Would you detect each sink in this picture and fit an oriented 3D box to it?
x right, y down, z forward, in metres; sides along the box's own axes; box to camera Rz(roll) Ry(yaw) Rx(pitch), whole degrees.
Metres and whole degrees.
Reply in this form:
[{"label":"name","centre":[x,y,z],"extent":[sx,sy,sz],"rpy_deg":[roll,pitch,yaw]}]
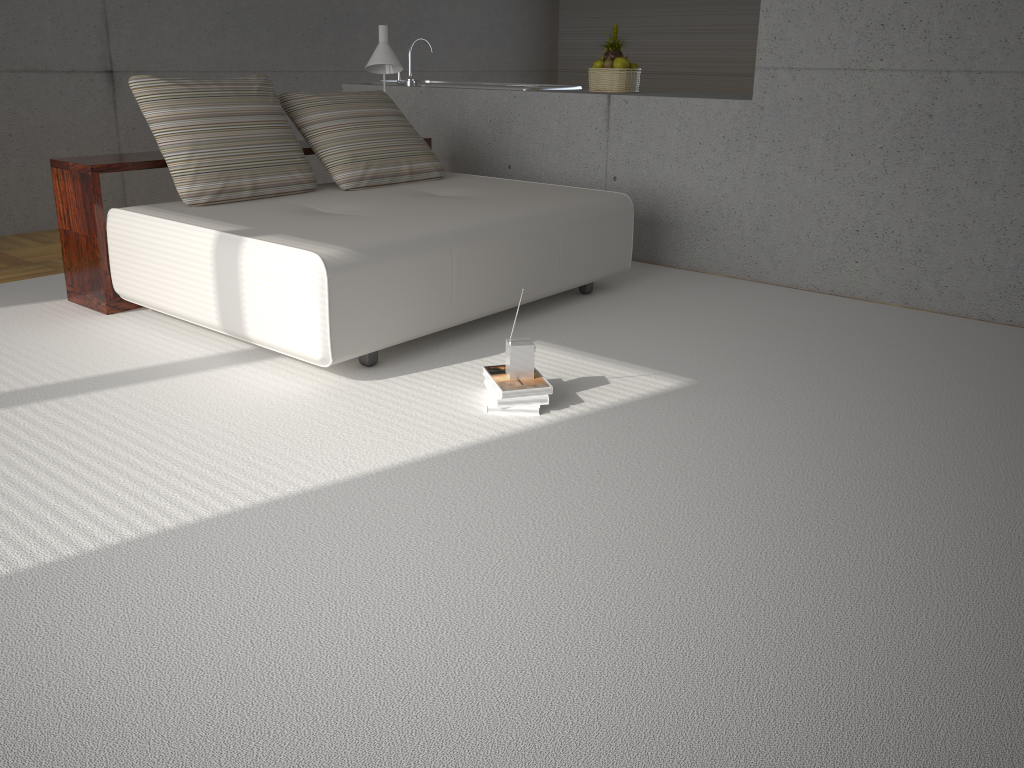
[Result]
[{"label":"sink","centre":[-0.340,-2.336,6.697],"extent":[1.719,0.528,0.776],"rpy_deg":[16,24,37]}]

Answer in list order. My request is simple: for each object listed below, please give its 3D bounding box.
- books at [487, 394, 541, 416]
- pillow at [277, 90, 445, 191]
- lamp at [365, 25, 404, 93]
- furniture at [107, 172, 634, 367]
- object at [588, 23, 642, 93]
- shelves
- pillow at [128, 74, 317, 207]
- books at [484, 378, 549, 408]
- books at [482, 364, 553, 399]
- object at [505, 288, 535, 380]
[{"label":"books","centre":[0.012,0.048,3.251],"extent":[0.189,0.031,0.271],"rpy_deg":[2,20,3]},{"label":"pillow","centre":[-0.848,-1.421,5.110],"extent":[0.583,0.506,0.817],"rpy_deg":[15,24,37]},{"label":"lamp","centre":[-0.797,-1.938,5.668],"extent":[0.245,0.685,0.329],"rpy_deg":[7,18,19]},{"label":"furniture","centre":[-0.630,-0.686,4.538],"extent":[1.627,0.511,2.198],"rpy_deg":[16,25,36]},{"label":"object","centre":[0.678,-2.159,5.849],"extent":[0.335,0.432,0.375],"rpy_deg":[9,20,23]},{"label":"shelves","centre":[-1.391,-1.012,5.122],"extent":[0.404,0.700,2.281],"rpy_deg":[14,24,36]},{"label":"pillow","centre":[-1.427,-1.254,4.487],"extent":[0.494,0.596,0.812],"rpy_deg":[14,23,36]},{"label":"books","centre":[0.013,0.018,3.242],"extent":[0.189,0.031,0.271],"rpy_deg":[-3,20,-11]},{"label":"books","centre":[0.016,-0.015,3.240],"extent":[0.189,0.031,0.270],"rpy_deg":[-5,21,-16]},{"label":"object","centre":[0.039,-0.186,3.145],"extent":[0.090,0.358,0.189],"rpy_deg":[-2,17,-10]}]
